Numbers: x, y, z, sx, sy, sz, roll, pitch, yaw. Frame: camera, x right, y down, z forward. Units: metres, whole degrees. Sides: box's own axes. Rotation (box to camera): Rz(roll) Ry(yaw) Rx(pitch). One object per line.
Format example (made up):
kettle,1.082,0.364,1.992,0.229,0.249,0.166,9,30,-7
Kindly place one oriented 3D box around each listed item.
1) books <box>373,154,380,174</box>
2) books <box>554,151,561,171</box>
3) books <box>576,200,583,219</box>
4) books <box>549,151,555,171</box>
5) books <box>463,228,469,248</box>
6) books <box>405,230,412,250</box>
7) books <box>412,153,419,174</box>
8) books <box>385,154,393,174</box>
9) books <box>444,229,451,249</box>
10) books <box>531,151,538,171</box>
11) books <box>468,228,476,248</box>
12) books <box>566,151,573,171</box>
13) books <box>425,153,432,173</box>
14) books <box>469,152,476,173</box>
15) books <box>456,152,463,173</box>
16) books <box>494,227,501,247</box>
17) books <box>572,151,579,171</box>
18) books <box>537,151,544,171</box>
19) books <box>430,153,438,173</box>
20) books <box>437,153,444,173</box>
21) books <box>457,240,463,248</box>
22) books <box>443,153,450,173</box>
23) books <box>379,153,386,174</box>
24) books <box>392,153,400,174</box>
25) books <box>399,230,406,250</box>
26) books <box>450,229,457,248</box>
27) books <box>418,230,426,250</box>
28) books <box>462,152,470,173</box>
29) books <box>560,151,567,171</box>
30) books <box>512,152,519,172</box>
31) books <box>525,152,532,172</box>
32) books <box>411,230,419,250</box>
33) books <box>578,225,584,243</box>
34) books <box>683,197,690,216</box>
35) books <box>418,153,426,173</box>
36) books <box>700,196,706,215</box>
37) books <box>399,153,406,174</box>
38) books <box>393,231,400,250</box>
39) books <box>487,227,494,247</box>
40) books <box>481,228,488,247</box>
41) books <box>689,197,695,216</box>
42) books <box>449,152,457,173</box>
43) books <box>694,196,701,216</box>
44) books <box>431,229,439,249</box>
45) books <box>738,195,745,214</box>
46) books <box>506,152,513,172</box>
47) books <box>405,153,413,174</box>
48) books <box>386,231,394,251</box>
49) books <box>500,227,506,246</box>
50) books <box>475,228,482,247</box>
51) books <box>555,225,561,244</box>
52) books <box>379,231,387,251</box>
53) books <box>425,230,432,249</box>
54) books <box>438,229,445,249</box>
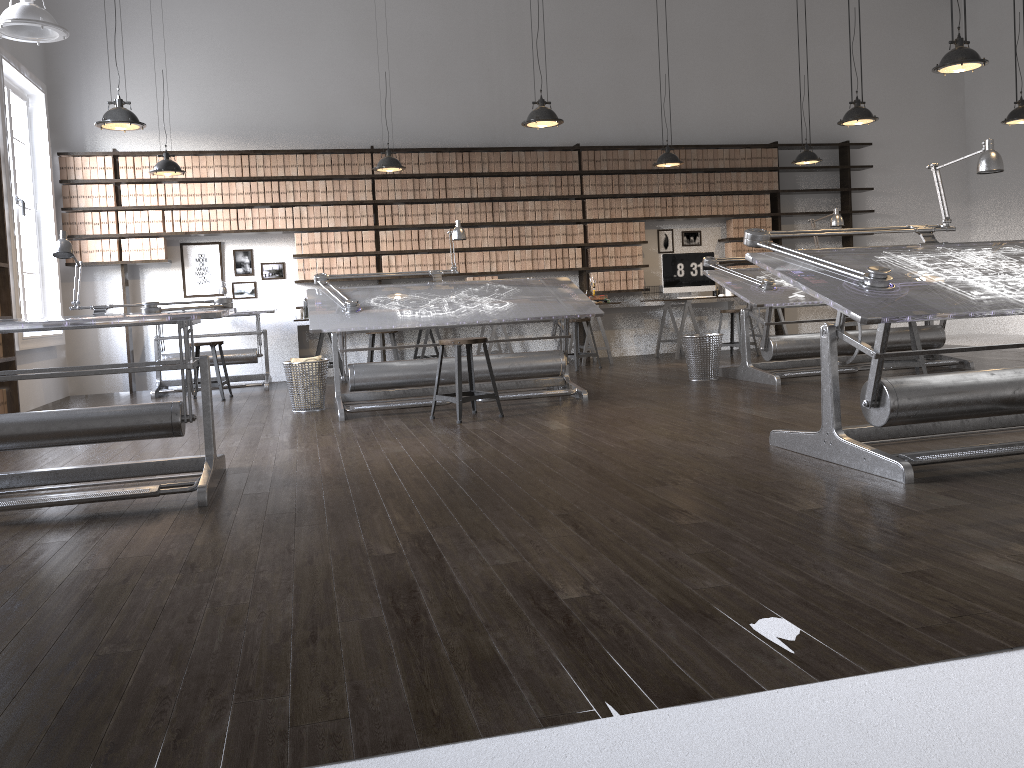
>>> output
books,-1.469,-2.364,9.576,0.067,0.225,0.175,-4,4,-13
books,0.496,-2.511,10.035,0.067,0.225,0.175,-4,4,-13
books,0.744,-1.978,10.116,0.067,0.225,0.175,-4,4,-13
books,0.430,-2.507,10.024,0.067,0.225,0.175,-4,4,-13
books,-0.526,-1.606,9.822,0.067,0.225,0.175,-4,4,-13
books,-1.140,-1.560,9.682,0.067,0.225,0.175,-4,4,-13
books,-1.063,-2.395,9.669,0.067,0.225,0.175,-4,4,-13
books,-1.337,-2.374,9.603,0.067,0.225,0.175,-4,4,-13
books,-0.722,-1.591,9.774,0.067,0.225,0.175,-4,4,-13
books,0.230,-2.492,9.977,0.067,0.225,0.175,-4,4,-13
books,-0.458,-1.611,9.842,0.067,0.225,0.175,-4,4,-13
books,0.629,-2.522,10.072,0.067,0.225,0.175,-4,4,-13
books,-0.932,-2.405,9.703,0.067,0.225,0.175,-4,4,-13
books,-0.450,-2.441,9.818,0.067,0.225,0.175,-4,4,-13
books,-0.595,-2.430,9.784,0.067,0.225,0.175,-4,4,-13
books,-0.180,-1.631,9.901,0.067,0.225,0.175,-4,4,-13
books,0.699,-2.526,10.084,0.067,0.225,0.175,-4,4,-13
books,0.299,-2.496,9.989,0.067,0.225,0.175,-4,4,-13
books,-0.866,-2.409,9.714,0.067,0.225,0.175,-4,4,-13
books,-0.802,-2.414,9.735,0.067,0.225,0.175,-4,4,-13
books,-0.596,-1.601,9.807,0.067,0.225,0.175,-4,4,-13
books,-0.733,-2.420,9.751,0.067,0.225,0.175,-4,4,-13
books,-1.407,-2.368,9.586,0.067,0.225,0.175,-4,4,-13
books,-1.267,-2.379,9.622,0.067,0.225,0.175,-4,4,-13
books,-1.203,-1.555,9.665,0.067,0.225,0.175,-4,4,-13
books,-0.658,-1.596,9.794,0.067,0.225,0.175,-4,4,-13
books,-0.995,-1.571,9.716,0.067,0.225,0.175,-4,4,-13
books,-0.521,-2.435,9.796,0.067,0.225,0.175,-4,4,-13
books,0.560,-2.516,10.056,0.067,0.225,0.175,-4,4,-13
books,0.025,-2.476,9.923,0.067,0.225,0.175,-4,4,-13
books,0.162,-2.487,9.963,0.067,0.225,0.175,-4,4,-13
books,-1.067,-1.565,9.694,0.067,0.225,0.175,-4,4,-13
books,0.762,-1.702,10.124,0.067,0.225,0.175,-4,4,-13
books,2.018,-2.079,10.414,0.067,0.225,0.175,-4,4,-13
books,-0.993,-2.400,9.687,0.067,0.225,0.175,-4,4,-13
books,2.226,-2.095,10.464,0.067,0.225,0.175,-4,4,-13
books,-1.200,-2.385,9.642,0.067,0.225,0.175,-4,4,-13
books,-1.264,-1.550,9.646,0.067,0.225,0.175,-4,4,-13
books,-0.251,-1.626,9.885,0.067,0.225,0.175,-4,4,-13
books,-0.322,-1.621,9.872,0.067,0.225,0.175,-4,4,-13
books,2.084,-2.085,10.433,0.067,0.225,0.175,-4,4,-13
books,-0.663,-2.424,9.763,0.067,0.225,0.175,-4,4,-13
books,2.153,-2.090,10.448,0.067,0.225,0.175,-4,4,-13
books,-0.857,-1.582,9.748,0.067,0.225,0.175,-4,4,-13
books,2.702,-2.131,10.575,0.067,0.225,0.175,-4,4,-13
books,-0.045,-2.470,9.907,0.067,0.225,0.175,-4,4,-13
books,-1.132,-2.390,9.656,0.067,0.225,0.175,-4,4,-13
books,-1.334,-1.545,9.630,0.067,0.225,0.175,-4,4,-13
books,-0.120,-1.637,9.920,0.067,0.225,0.175,-4,4,-13
books,-0.391,-1.617,9.859,0.067,0.225,0.175,-4,4,-13
books,0.497,-1.683,10.064,0.067,0.225,0.175,-4,4,-13
books,-1.405,-1.540,9.616,0.067,0.225,0.175,-4,4,-13
books,-0.925,-1.576,9.728,0.067,0.225,0.175,-4,4,-13
books,-0.788,-1.587,9.765,0.067,0.225,0.175,-4,4,-13
